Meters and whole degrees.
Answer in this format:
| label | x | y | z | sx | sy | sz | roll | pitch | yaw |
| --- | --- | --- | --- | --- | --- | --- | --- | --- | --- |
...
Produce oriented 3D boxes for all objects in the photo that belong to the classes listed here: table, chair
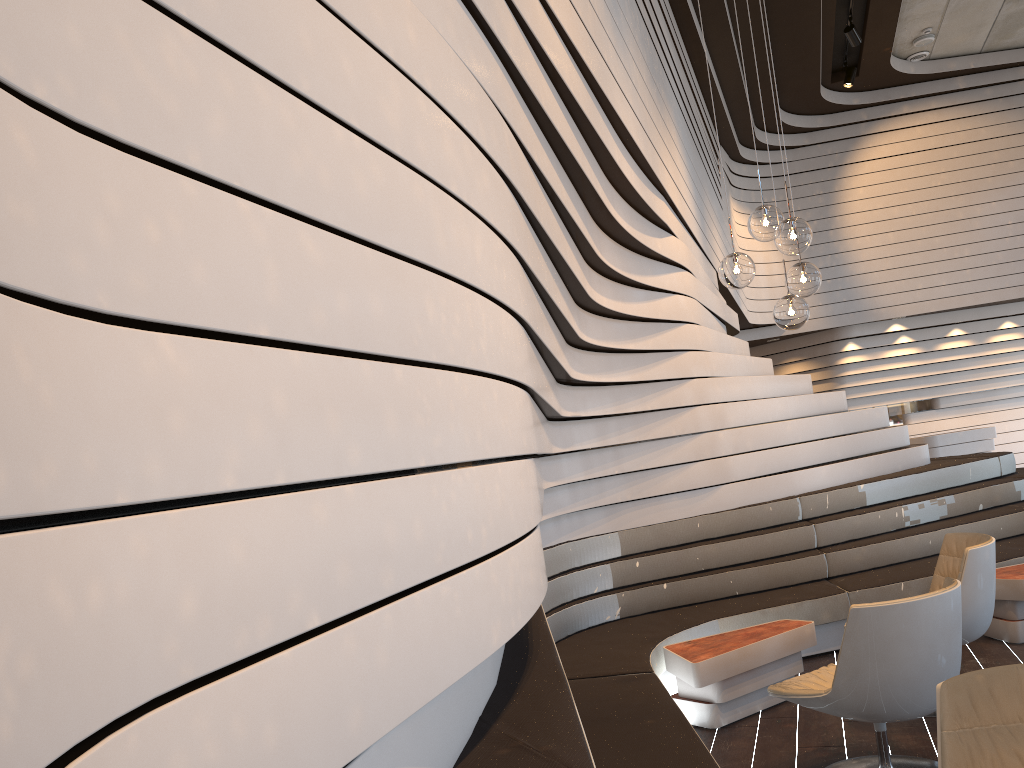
| label | x | y | z | sx | sy | sz | roll | pitch | yaw |
| --- | --- | --- | --- | --- | --- | --- | --- | --- | --- |
| table | 1.149 | 1.499 | 4.573 | 0.895 | 0.370 | 0.419 | -6 | -3 | -34 |
| chair | 1.242 | 1.043 | 1.834 | 0.664 | 0.766 | 0.704 | -9 | -2 | 26 |
| table | 3.115 | 1.259 | 5.153 | 0.902 | 0.371 | 0.416 | -8 | -2 | -8 |
| chair | 1.979 | 1.148 | 4.256 | 0.716 | 0.767 | 0.652 | -9 | -2 | 18 |
| chair | 1.395 | 1.161 | 3.423 | 0.649 | 0.766 | 0.719 | -8 | -2 | -27 |

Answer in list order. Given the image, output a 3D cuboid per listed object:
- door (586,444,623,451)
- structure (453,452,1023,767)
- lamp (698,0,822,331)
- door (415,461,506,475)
| label | x | y | z | sx | sy | sz | roll | pitch | yaw |
| --- | --- | --- | --- | --- | --- | --- | --- | --- | --- |
| door | 1.481 | 1.427 | 17.590 | 1.790 | 2.703 | 0.078 | -9 | 1 | 24 |
| structure | 0.739 | 0.947 | 0.822 | 5.813 | 0.927 | 18.132 | -10 | -5 | 15 |
| lamp | 0.940 | -2.585 | 4.040 | 0.527 | 4.717 | 0.335 | -9 | 1 | -19 |
| door | -0.354 | 1.130 | 7.732 | 0.979 | 2.106 | 0.161 | -8 | 1 | 19 |
